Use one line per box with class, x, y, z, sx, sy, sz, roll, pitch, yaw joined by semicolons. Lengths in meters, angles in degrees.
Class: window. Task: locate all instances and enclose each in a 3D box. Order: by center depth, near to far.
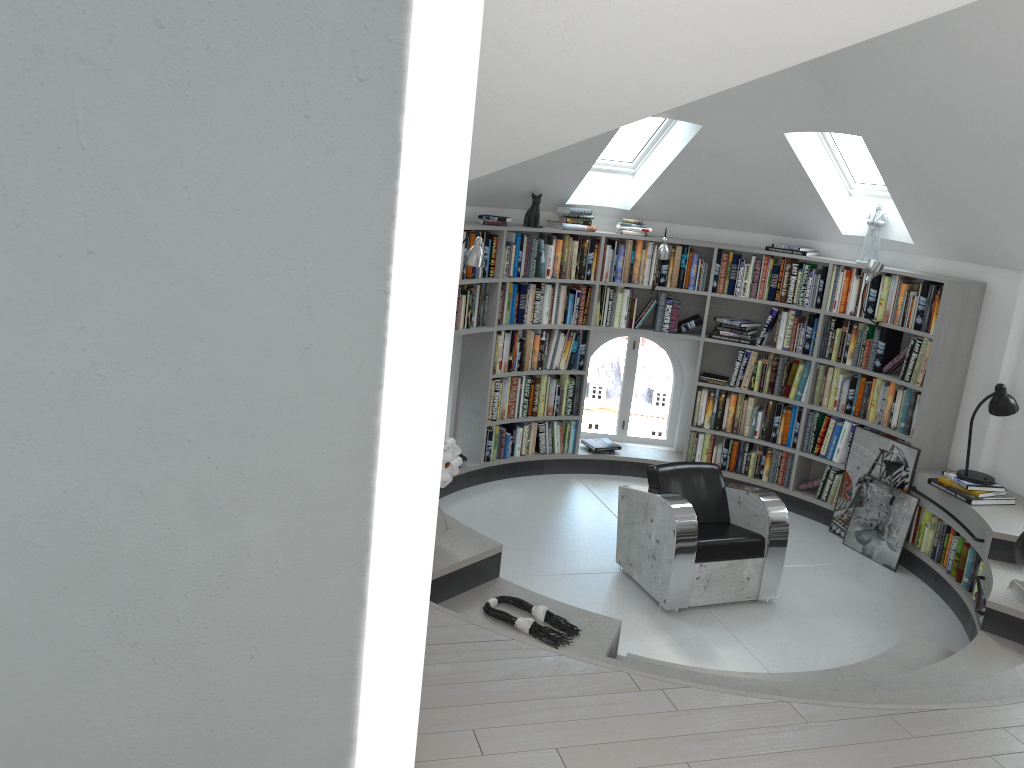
window;1.028;-1.838;6.316;4.053;0.709;1.945;2;14;-17
window;0.071;0.048;7.414;3.232;1.144;0.620;-2;15;-31

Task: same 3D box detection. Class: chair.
chair;1.191;0.940;5.678;0.823;0.715;0.746;1;14;-22

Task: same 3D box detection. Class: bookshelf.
bookshelf;0.846;-0.126;6.684;4.331;1.869;2.122;2;14;-17

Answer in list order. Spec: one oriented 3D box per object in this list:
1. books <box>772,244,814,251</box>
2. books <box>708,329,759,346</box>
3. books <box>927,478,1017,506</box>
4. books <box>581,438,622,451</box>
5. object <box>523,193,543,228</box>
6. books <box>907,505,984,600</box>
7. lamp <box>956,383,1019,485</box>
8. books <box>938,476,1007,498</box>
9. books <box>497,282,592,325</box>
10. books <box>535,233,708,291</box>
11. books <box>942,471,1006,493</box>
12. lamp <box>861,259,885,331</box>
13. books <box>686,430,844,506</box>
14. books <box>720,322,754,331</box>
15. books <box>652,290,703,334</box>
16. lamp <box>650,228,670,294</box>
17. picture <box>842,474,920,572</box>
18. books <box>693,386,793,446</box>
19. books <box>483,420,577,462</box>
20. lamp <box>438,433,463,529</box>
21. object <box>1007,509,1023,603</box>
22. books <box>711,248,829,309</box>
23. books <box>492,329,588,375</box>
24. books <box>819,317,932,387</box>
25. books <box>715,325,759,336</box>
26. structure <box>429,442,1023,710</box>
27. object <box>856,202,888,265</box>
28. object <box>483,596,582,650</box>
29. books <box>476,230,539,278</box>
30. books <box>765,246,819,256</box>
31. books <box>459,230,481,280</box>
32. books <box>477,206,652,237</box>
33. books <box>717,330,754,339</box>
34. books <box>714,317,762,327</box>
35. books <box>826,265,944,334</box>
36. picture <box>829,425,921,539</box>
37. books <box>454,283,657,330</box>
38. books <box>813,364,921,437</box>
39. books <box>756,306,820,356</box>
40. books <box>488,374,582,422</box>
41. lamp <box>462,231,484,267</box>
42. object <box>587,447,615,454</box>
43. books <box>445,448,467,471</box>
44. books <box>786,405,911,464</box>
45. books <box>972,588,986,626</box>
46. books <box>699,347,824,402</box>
books;2.267;-1.101;7.156;0.233;0.027;0.248;-7;19;-44
books;1.880;-0.398;7.456;0.389;0.042;0.367;12;15;22
books;3.051;0.713;5.894;0.365;0.042;0.390;2;14;-17
books;0.775;0.529;7.743;0.268;0.029;0.254;-1;15;-27
object;0.181;-1.363;6.960;0.147;0.263;0.203;1;14;-21
books;2.977;1.106;5.899;0.272;0.296;1.154;5;14;-4
lamp;3.130;0.316;5.813;0.322;0.656;0.235;6;12;-2
books;3.055;0.677;5.887;0.286;0.034;0.306;-1;15;-27
books;0.186;-0.673;7.218;1.028;0.357;0.302;-2;15;-31
books;0.880;-1.024;7.318;1.565;0.365;0.396;3;13;-12
books;3.058;0.646;5.880;0.269;0.031;0.287;4;14;-8
lamp;2.659;-0.639;6.451;0.275;0.522;0.113;0;14;-26
books;2.144;0.656;7.369;1.502;0.309;0.360;15;16;33
books;1.889;-0.490;7.436;0.227;0.036;0.214;15;16;31
books;1.414;-0.602;7.468;0.399;0.339;0.225;7;13;2
lamp;1.167;-0.983;7.127;0.113;0.563;0.360;4;13;-11
picture;2.661;1.000;6.414;0.107;0.552;0.492;0;14;-27
books;1.958;0.238;7.461;0.874;0.348;0.273;12;14;23
books;0.089;0.430;7.415;1.019;0.304;0.289;-3;15;-32
lamp;-0.419;0.478;4.335;0.305;0.522;0.307;-1;14;-28
object;2.872;0.890;4.732;0.320;0.559;0.322;-6;17;-43
books;2.094;-0.871;7.216;0.971;0.365;0.307;12;14;25
books;0.168;-0.296;7.263;0.998;0.349;0.299;-3;16;-33
books;2.795;-0.263;6.662;0.279;0.356;1.058;-2;16;-31
books;1.886;-0.460;7.442;0.286;0.031;0.270;15;16;31
structure;1.154;0.971;5.560;4.721;0.689;4.727;13;15;26
object;2.725;-1.131;6.679;0.179;0.470;0.180;4;12;-9
object;0.083;1.052;3.965;0.474;0.081;0.218;15;16;34
books;-0.103;-1.012;6.886;0.683;0.344;0.266;-5;17;-40
books;2.264;-1.074;7.162;0.337;0.036;0.317;15;16;34
books;-0.504;-0.932;6.338;0.269;0.371;0.796;12;15;25
books;0.008;-1.238;6.553;0.751;0.172;2.819;18;18;41
books;1.883;-0.430;7.449;0.286;0.031;0.270;10;14;17
books;1.893;-0.521;7.429;0.269;0.031;0.287;-4;17;-37
books;2.830;-0.638;6.591;0.293;0.360;1.020;-3;16;-34
picture;2.670;0.801;6.560;0.090;0.858;0.582;0;14;-27
books;0.111;-0.612;6.959;2.531;0.368;0.594;-4;17;-36
books;2.764;0.110;6.740;0.275;0.345;1.026;-2;16;-32
books;2.295;-0.447;7.200;0.554;0.348;0.256;13;14;28
books;0.139;0.077;7.352;1.032;0.355;0.294;-3;15;-32
lamp;-0.362;-0.736;5.092;0.414;0.310;0.117;1;13;-20
object;0.772;0.558;7.750;0.226;0.036;0.215;6;14;-1
books;-0.519;0.590;6.921;0.318;0.099;0.293;2;14;-16
books;2.676;0.462;6.868;0.304;0.356;1.190;-3;16;-36
books;2.757;1.369;5.005;0.240;0.167;0.668;12;15;22
books;2.069;-0.113;7.337;0.976;0.350;0.252;12;14;24
